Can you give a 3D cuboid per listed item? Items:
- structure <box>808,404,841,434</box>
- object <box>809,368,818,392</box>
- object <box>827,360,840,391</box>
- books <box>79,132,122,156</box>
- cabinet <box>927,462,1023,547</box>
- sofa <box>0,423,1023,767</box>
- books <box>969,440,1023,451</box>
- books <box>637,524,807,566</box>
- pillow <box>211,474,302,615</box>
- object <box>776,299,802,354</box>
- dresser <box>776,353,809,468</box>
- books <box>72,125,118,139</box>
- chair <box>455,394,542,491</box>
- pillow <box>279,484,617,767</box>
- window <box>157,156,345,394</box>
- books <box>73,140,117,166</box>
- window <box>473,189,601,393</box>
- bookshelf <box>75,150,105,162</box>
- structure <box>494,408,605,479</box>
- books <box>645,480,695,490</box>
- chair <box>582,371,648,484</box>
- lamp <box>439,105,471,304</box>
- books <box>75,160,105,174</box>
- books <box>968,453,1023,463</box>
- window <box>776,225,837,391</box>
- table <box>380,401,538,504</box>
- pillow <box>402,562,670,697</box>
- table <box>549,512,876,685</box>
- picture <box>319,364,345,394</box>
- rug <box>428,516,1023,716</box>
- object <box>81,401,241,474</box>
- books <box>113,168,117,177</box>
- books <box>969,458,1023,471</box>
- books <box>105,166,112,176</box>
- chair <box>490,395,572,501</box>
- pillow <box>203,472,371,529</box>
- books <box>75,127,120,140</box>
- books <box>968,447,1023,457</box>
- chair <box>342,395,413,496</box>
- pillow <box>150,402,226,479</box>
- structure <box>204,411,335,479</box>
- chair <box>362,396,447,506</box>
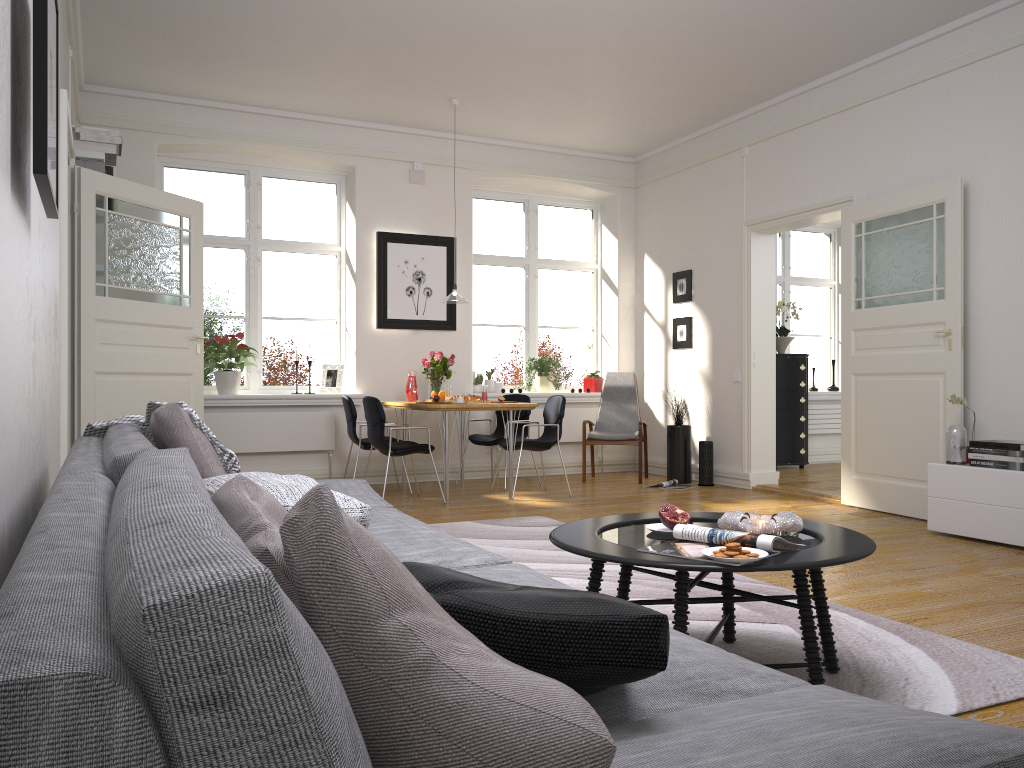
[{"bbox_3d":[3.439,0.656,10.129,1.219,0.845,0.093,0,0,-26],"label":"structure"},{"bbox_3d":[3.525,-0.052,10.349,0.109,0.280,0.105,0,0,-40],"label":"object"},{"bbox_3d":[3.835,-0.101,10.568,0.142,0.378,0.146,0,0,18],"label":"object"},{"bbox_3d":[-2.703,-1.575,5.827,0.253,0.049,0.326,0,0,-25],"label":"books"},{"bbox_3d":[2.919,0.667,4.819,0.467,0.400,1.181,0,0,-25],"label":"cabinet"},{"bbox_3d":[-0.469,0.519,2.093,1.120,0.772,3.009,0,0,-25],"label":"sofa"},{"bbox_3d":[2.786,0.342,4.955,0.263,0.038,0.320,0,0,-23],"label":"books"},{"bbox_3d":[0.574,0.422,2.407,0.299,0.048,0.380,0,0,43],"label":"books"},{"bbox_3d":[-0.287,0.308,1.368,0.343,0.318,0.416,0,0,-26],"label":"pillow"},{"bbox_3d":[2.861,-0.622,9.492,0.409,0.616,0.804,0,0,42],"label":"object"},{"bbox_3d":[2.634,0.301,9.370,0.938,1.232,0.612,0,0,-26],"label":"dresser"},{"bbox_3d":[-2.735,-1.637,5.819,0.269,0.015,0.309,0,0,-25],"label":"books"},{"bbox_3d":[-0.113,0.491,7.756,0.568,0.803,0.533,0,0,38],"label":"chair"},{"bbox_3d":[-0.093,0.325,0.985,0.353,0.448,0.477,0,0,-4],"label":"pillow"},{"bbox_3d":[-3.601,-0.675,10.014,2.042,2.474,5.255,0,0,-27],"label":"window"},{"bbox_3d":[-2.746,-1.518,5.831,0.263,0.065,0.345,0,0,-25],"label":"books"},{"bbox_3d":[82.058,-16.551,212.275,504.451,104.416,292.528,0,0,-26],"label":"window"},{"bbox_3d":[-2.774,-1.056,5.804,0.196,0.860,0.335,0,0,-25],"label":"bookshelf"},{"bbox_3d":[0.383,0.656,8.625,1.219,0.845,0.093,0,0,-26],"label":"structure"},{"bbox_3d":[1.369,0.869,7.706,0.366,0.048,0.310,0,0,33],"label":"books"},{"bbox_3d":[0.973,0.392,8.252,0.539,1.027,0.589,0,0,14],"label":"chair"},{"bbox_3d":[-0.467,-1.568,7.211,0.269,1.808,0.259,0,0,-42],"label":"lamp"},{"bbox_3d":[-2.732,-1.279,5.716,0.193,0.307,0.064,0,0,-26],"label":"books"},{"bbox_3d":[2.780,0.407,4.951,0.264,0.031,0.323,0,0,-27],"label":"books"},{"bbox_3d":[3.248,-0.912,10.521,1.632,2.005,0.076,0,0,-26],"label":"window"},{"bbox_3d":[-0.467,0.522,7.188,0.927,0.745,1.476,0,0,-25],"label":"table"},{"bbox_3d":[-0.016,0.364,1.296,0.423,0.268,0.400,0,0,-5],"label":"pillow"},{"bbox_3d":[0.582,0.671,2.639,0.960,0.449,0.928,0,0,-28],"label":"table"},{"bbox_3d":[-1.608,-0.047,7.948,0.214,0.270,0.115,0,0,11],"label":"picture"},{"bbox_3d":[0.077,0.882,3.850,1.982,0.008,3.648,0,0,-25],"label":"rug"},{"bbox_3d":[-1.078,0.489,3.192,0.868,0.866,0.630,0,0,30],"label":"object"},{"bbox_3d":[-2.750,-1.279,5.848,0.263,0.309,0.069,0,0,-26],"label":"books"},{"bbox_3d":[2.793,0.445,4.945,0.263,0.044,0.346,0,0,-23],"label":"books"},{"bbox_3d":[-2.770,-1.279,5.794,0.276,0.310,0.062,0,0,-26],"label":"books"},{"bbox_3d":[0.155,0.490,7.112,0.530,0.803,0.571,0,0,-19],"label":"chair"},{"bbox_3d":[-0.677,0.358,2.593,0.414,0.194,0.396,0,0,-39],"label":"pillow"},{"bbox_3d":[-2.719,-1.615,5.811,0.263,0.030,0.299,0,0,-25],"label":"books"},{"bbox_3d":[2.795,0.376,4.946,0.292,0.031,0.345,0,0,-25],"label":"books"},{"bbox_3d":[-1.124,0.491,7.249,0.530,0.803,0.572,0,0,-19],"label":"chair"},{"bbox_3d":[-1.056,0.252,2.918,0.245,0.390,0.420,0,0,-25],"label":"pillow"},{"bbox_3d":[-2.091,0.656,7.407,1.219,0.845,0.093,0,0,-26],"label":"structure"},{"bbox_3d":[-0.838,0.490,6.624,0.532,0.803,0.569,0,0,-27],"label":"chair"}]
